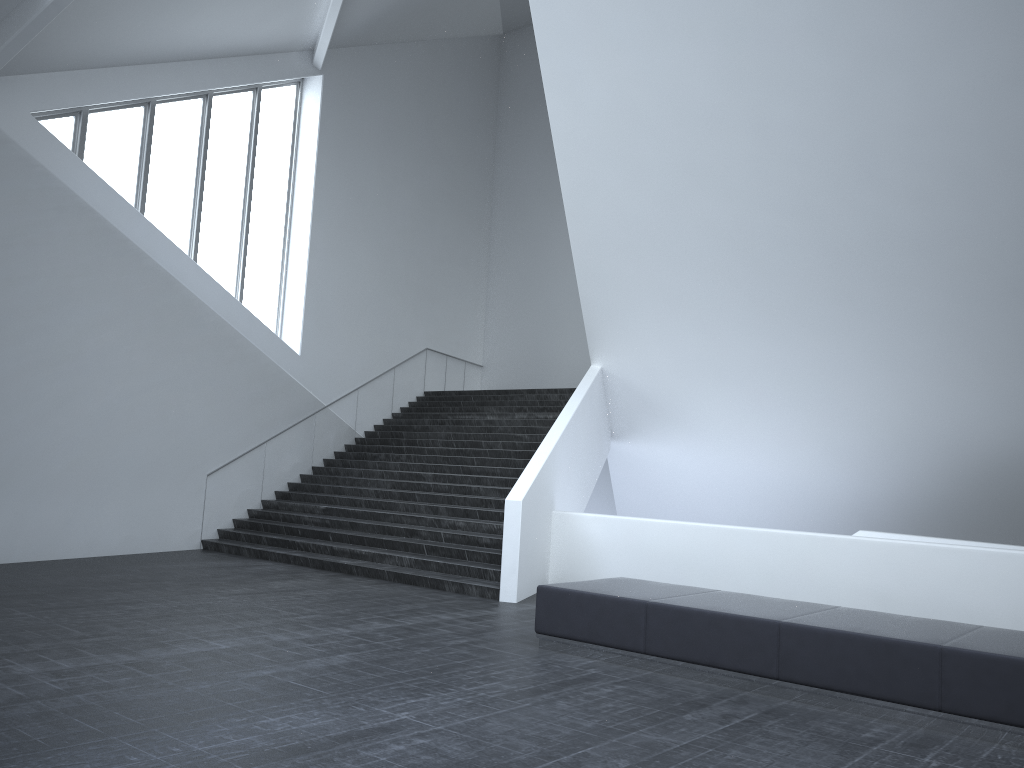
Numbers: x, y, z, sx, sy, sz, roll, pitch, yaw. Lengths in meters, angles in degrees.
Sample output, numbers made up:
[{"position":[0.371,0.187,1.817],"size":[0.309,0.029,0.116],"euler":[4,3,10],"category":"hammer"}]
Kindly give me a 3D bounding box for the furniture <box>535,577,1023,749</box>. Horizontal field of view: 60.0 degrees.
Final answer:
[{"position":[2.914,2.167,6.932],"size":[5.742,0.580,1.488],"euler":[-1,-8,39],"category":"furniture"}]
